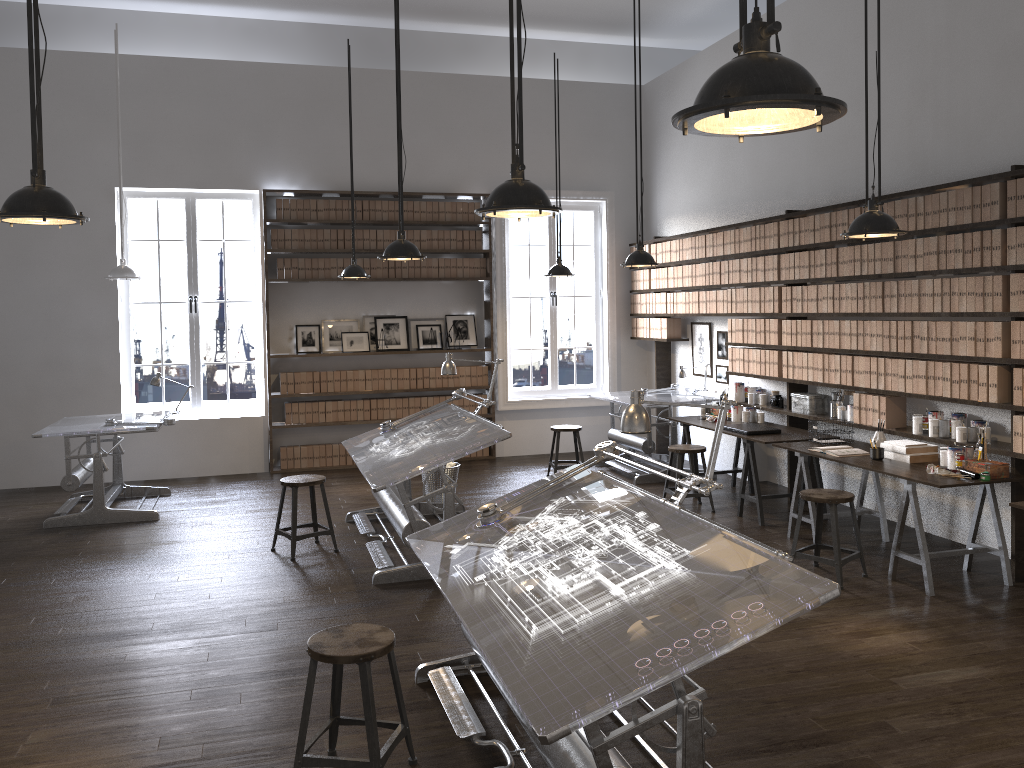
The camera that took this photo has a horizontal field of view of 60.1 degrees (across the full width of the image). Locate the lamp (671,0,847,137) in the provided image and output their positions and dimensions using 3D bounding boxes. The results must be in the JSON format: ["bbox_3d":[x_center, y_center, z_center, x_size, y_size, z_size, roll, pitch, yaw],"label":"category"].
[{"bbox_3d":[0.433,-1.607,1.603,0.313,2.249,0.311,-2,2,-36],"label":"lamp"}]

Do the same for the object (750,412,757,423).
[{"bbox_3d":[2.102,0.290,7.715,0.062,0.093,0.063,1,3,33],"label":"object"}]

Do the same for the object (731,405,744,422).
[{"bbox_3d":[2.001,0.261,7.857,0.104,0.141,0.105,-2,3,-24],"label":"object"}]

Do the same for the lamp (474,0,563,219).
[{"bbox_3d":[0.002,-1.723,3.096,0.312,2.249,0.311,-1,2,9],"label":"lamp"}]

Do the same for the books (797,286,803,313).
[{"bbox_3d":[2.421,-0.688,7.234,0.174,0.225,0.067,-2,2,-16],"label":"books"}]

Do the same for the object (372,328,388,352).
[{"bbox_3d":[-1.448,-0.479,9.719,0.174,0.260,0.040,-2,2,-16],"label":"object"}]

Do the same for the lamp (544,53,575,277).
[{"bbox_3d":[0.460,-2.212,8.912,0.313,2.249,0.311,-2,2,-36],"label":"lamp"}]

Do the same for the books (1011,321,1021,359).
[{"bbox_3d":[3.023,-0.259,5.194,0.174,0.225,0.067,-2,2,-16],"label":"books"}]

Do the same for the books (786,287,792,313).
[{"bbox_3d":[2.380,-0.699,7.375,0.174,0.225,0.067,-2,2,-16],"label":"books"}]

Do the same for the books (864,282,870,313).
[{"bbox_3d":[2.653,-0.626,6.439,0.174,0.225,0.067,-2,2,-16],"label":"books"}]

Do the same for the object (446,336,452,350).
[{"bbox_3d":[-0.703,-0.461,9.920,0.066,0.165,0.040,-2,2,-16],"label":"object"}]

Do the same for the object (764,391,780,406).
[{"bbox_3d":[2.292,0.146,7.822,0.107,0.161,0.236,1,4,39],"label":"object"}]

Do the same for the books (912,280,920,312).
[{"bbox_3d":[2.786,-0.589,5.962,0.174,0.225,0.067,-2,2,-16],"label":"books"}]

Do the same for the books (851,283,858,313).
[{"bbox_3d":[2.611,-0.636,6.568,0.174,0.225,0.067,-2,2,-16],"label":"books"}]

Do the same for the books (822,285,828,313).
[{"bbox_3d":[2.516,-0.663,6.909,0.174,0.225,0.067,-2,2,-16],"label":"books"}]

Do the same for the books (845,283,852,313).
[{"bbox_3d":[2.595,-0.642,6.638,0.174,0.225,0.067,-2,2,-16],"label":"books"}]

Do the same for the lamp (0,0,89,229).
[{"bbox_3d":[-1.663,-1.683,3.047,0.312,2.262,0.311,-1,2,9],"label":"lamp"}]

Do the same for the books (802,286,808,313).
[{"bbox_3d":[2.445,-0.683,7.168,0.174,0.225,0.067,-2,2,-16],"label":"books"}]

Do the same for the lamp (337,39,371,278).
[{"bbox_3d":[-1.514,-2.130,8.348,0.313,2.249,0.311,-2,2,-36],"label":"lamp"}]

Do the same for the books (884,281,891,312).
[{"bbox_3d":[2.715,-0.610,6.233,0.174,0.225,0.067,-2,2,-16],"label":"books"}]

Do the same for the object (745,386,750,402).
[{"bbox_3d":[2.189,0.092,8.230,0.051,0.139,0.050,-2,2,-18],"label":"object"}]

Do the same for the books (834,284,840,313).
[{"bbox_3d":[2.558,-0.652,6.773,0.174,0.225,0.067,-2,2,-16],"label":"books"}]

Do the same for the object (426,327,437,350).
[{"bbox_3d":[-0.896,-0.502,9.892,0.124,0.260,0.040,-2,2,-16],"label":"object"}]

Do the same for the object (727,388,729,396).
[{"bbox_3d":[1.953,0.128,8.036,0.006,0.192,0.055,-2,2,-17],"label":"object"}]

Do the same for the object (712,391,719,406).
[{"bbox_3d":[1.889,0.182,8.218,0.068,0.237,0.069,-2,2,-19],"label":"object"}]

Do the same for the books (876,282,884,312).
[{"bbox_3d":[2.689,-0.616,6.304,0.174,0.225,0.067,-2,2,-16],"label":"books"}]

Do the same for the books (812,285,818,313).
[{"bbox_3d":[2.477,-0.672,7.033,0.174,0.225,0.067,-2,2,-16],"label":"books"}]

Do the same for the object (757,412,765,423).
[{"bbox_3d":[2.161,0.291,7.684,0.062,0.094,0.062,1,3,33],"label":"object"}]

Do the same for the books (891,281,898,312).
[{"bbox_3d":[2.730,-0.605,6.164,0.174,0.225,0.067,-2,2,-16],"label":"books"}]

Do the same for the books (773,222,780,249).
[{"bbox_3d":[2.318,-1.263,7.533,0.174,0.225,0.067,-2,2,-16],"label":"books"}]

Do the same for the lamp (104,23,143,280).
[{"bbox_3d":[-3.449,-2.049,7.787,0.313,2.249,0.311,-2,2,-36],"label":"lamp"}]

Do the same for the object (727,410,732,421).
[{"bbox_3d":[1.945,0.272,7.911,0.049,0.111,0.050,-2,2,-19],"label":"object"}]

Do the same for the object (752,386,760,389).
[{"bbox_3d":[2.288,0.085,8.298,0.070,0.130,0.070,0,3,31],"label":"object"}]

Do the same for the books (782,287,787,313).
[{"bbox_3d":[2.364,-0.705,7.447,0.174,0.225,0.067,-2,2,-16],"label":"books"}]

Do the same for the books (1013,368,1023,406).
[{"bbox_3d":[3.032,0.017,5.186,0.174,0.225,0.067,-2,2,-16],"label":"books"}]

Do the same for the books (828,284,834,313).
[{"bbox_3d":[2.535,-0.657,6.839,0.174,0.225,0.067,-2,2,-16],"label":"books"}]

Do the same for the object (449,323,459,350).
[{"bbox_3d":[-0.657,-0.535,9.969,0.118,0.304,0.040,-2,2,-16],"label":"object"}]

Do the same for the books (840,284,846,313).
[{"bbox_3d":[2.579,-0.647,6.706,0.174,0.225,0.067,-2,2,-16],"label":"books"}]

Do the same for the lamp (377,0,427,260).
[{"bbox_3d":[-0.720,-1.917,5.597,0.313,2.249,0.311,-1,2,4],"label":"lamp"}]

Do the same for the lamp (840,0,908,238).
[{"bbox_3d":[1.776,-1.860,4.368,0.312,2.249,0.311,-1,2,9],"label":"lamp"}]

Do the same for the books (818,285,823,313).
[{"bbox_3d":[2.500,-0.668,6.970,0.174,0.225,0.067,-2,2,-16],"label":"books"}]

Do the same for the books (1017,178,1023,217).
[{"bbox_3d":[3.015,-1.076,5.122,0.174,0.225,0.067,-2,2,-16],"label":"books"}]

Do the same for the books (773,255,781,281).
[{"bbox_3d":[2.322,-0.987,7.549,0.174,0.225,0.067,-2,2,-16],"label":"books"}]

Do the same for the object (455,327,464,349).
[{"bbox_3d":[-0.597,-0.519,10.016,0.110,0.261,0.040,-2,2,-16],"label":"object"}]

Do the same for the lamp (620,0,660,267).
[{"bbox_3d":[1.004,-2.067,7.043,0.313,2.249,0.311,-2,2,-36],"label":"lamp"}]

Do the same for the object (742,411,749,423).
[{"bbox_3d":[2.045,0.288,7.756,0.062,0.094,0.062,0,3,24],"label":"object"}]

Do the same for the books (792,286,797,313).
[{"bbox_3d":[2.406,-0.693,7.304,0.174,0.225,0.067,-2,2,-16],"label":"books"}]

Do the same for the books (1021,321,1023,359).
[{"bbox_3d":[3.040,-0.253,5.126,0.174,0.225,0.067,-2,2,-16],"label":"books"}]

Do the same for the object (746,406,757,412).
[{"bbox_3d":[2.117,0.267,7.841,0.094,0.128,0.095,-2,3,-12],"label":"object"}]

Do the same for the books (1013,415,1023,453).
[{"bbox_3d":[3.034,0.294,5.192,0.174,0.225,0.067,-2,2,-16],"label":"books"}]

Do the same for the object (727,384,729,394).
[{"bbox_3d":[1.959,0.114,8.046,0.021,0.228,0.007,-1,2,-4],"label":"object"}]

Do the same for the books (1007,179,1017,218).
[{"bbox_3d":[3.000,-1.082,5.194,0.174,0.225,0.067,-2,2,-16],"label":"books"}]

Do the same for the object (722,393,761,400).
[{"bbox_3d":[2.083,0.156,8.032,0.345,0.146,0.077,-1,2,6],"label":"object"}]

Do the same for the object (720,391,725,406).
[{"bbox_3d":[1.971,0.182,8.241,0.068,0.229,0.069,-2,2,-19],"label":"object"}]

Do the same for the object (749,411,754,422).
[{"bbox_3d":[2.104,0.285,7.773,0.044,0.101,0.045,-2,2,-16],"label":"object"}]

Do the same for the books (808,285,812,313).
[{"bbox_3d":[2.464,-0.678,7.099,0.174,0.225,0.067,-2,2,-16],"label":"books"}]

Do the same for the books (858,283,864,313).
[{"bbox_3d":[2.631,-0.631,6.498,0.174,0.225,0.067,-2,2,-16],"label":"books"}]

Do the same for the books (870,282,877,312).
[{"bbox_3d":[2.674,-0.621,6.376,0.174,0.225,0.067,-2,2,-16],"label":"books"}]
